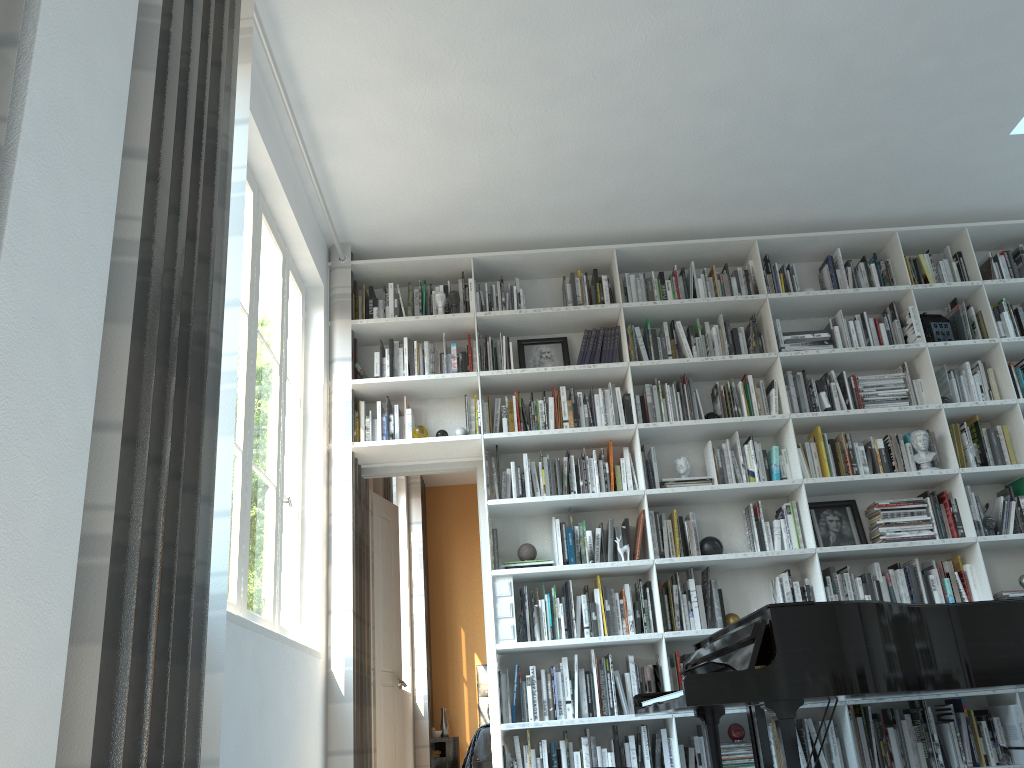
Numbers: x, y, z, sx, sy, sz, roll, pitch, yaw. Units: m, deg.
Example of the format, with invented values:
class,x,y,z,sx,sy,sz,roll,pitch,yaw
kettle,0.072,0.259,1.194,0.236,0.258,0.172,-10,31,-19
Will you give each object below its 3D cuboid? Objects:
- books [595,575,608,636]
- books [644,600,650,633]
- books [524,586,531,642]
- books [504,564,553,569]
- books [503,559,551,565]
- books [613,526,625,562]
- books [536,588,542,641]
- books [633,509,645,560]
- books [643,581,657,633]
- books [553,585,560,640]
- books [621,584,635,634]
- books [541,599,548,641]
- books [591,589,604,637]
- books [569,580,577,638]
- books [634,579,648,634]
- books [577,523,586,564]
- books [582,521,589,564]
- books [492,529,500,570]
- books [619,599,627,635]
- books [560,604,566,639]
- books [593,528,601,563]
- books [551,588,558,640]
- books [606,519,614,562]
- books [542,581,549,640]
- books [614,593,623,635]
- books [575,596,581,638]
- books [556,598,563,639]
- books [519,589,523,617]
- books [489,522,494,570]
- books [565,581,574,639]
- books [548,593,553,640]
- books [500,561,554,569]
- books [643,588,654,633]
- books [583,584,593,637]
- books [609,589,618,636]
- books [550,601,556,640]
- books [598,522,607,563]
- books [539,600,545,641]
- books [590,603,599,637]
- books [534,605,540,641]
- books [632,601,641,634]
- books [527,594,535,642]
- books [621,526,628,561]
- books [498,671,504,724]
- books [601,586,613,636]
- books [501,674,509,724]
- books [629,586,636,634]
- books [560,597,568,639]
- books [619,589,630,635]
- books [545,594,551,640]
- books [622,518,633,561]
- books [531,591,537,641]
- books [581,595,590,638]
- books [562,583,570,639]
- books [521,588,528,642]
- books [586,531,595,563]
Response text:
class,x,y,z,sx,sy,sz,roll,pitch,yaw
books,0.467,1.180,4.656,0.021,0.321,0.172,-4,-21,-1
books,0.698,1.238,4.658,0.023,0.186,0.131,-4,-21,-1
books,0.080,1.221,4.649,0.014,0.293,0.172,-4,-21,-1
books,0.084,0.990,4.741,0.254,0.012,0.161,-3,-22,-4
books,0.083,0.969,4.754,0.254,0.012,0.161,-4,-22,0
books,0.573,0.885,4.765,0.030,0.207,0.173,-4,-22,-1
books,0.139,1.222,4.641,0.008,0.278,0.165,-4,-21,-1
books,0.674,0.836,4.755,0.082,0.275,0.229,-4,-22,-1
books,0.728,1.191,4.672,0.024,0.279,0.136,-4,-21,-1
books,0.229,1.208,4.632,0.007,0.285,0.183,-4,-21,-1
books,0.605,1.195,4.641,0.021,0.264,0.186,-4,-21,-1
books,0.167,1.247,4.625,0.015,0.216,0.181,-4,-22,-1
books,0.449,1.214,4.645,0.026,0.253,0.177,-4,-21,-1
books,0.314,1.198,4.650,0.012,0.305,0.190,-4,-21,-1
books,0.675,1.181,4.645,0.014,0.285,0.180,-4,-21,-1
books,0.376,0.886,4.787,0.022,0.248,0.129,-4,-21,-1
books,0.392,0.877,4.770,0.011,0.249,0.172,-4,-21,-1
books,-0.086,0.915,4.768,0.028,0.242,0.157,-4,-21,-1
books,0.575,1.238,4.648,0.023,0.193,0.140,-4,-21,-1
books,0.260,1.252,4.617,0.016,0.188,0.184,-4,-22,-1
books,0.456,0.898,4.784,0.056,0.213,0.143,-4,-21,-1
books,0.222,1.221,4.652,0.009,0.276,0.158,-4,-21,-1
books,0.526,0.868,4.780,0.060,0.254,0.159,-4,-21,-1
books,0.174,1.204,4.651,0.006,0.313,0.146,-4,-21,-1
books,0.550,1.223,4.651,0.025,0.228,0.153,-4,-21,-1
books,0.345,1.239,4.654,0.045,0.229,0.138,-4,-21,-1
books,0.243,1.241,4.626,0.015,0.218,0.191,-4,-22,-1
books,0.053,1.231,4.655,0.008,0.284,0.160,-4,-21,-1
books,-0.107,0.901,4.784,0.012,0.284,0.160,-4,-21,-1
books,0.298,1.198,4.638,0.019,0.299,0.180,-4,-21,-1
books,0.198,1.229,4.624,0.009,0.243,0.185,-4,-21,-1
books,0.083,0.978,4.743,0.285,0.012,0.160,-5,-22,2
books,0.712,1.202,4.644,0.010,0.239,0.175,-4,-21,-1
books,0.399,1.204,4.648,0.014,0.281,0.151,-4,-21,-1
books,0.522,1.210,4.640,0.028,0.248,0.159,-4,-21,-1
books,0.212,1.256,4.648,0.016,0.210,0.146,-4,-21,-1
books,0.490,0.882,4.790,0.013,0.241,0.142,-4,-21,-1
books,0.152,1.252,4.636,0.015,0.217,0.177,-4,-22,-1
books,0.424,1.246,4.622,0.029,0.181,0.191,-4,-22,-1
books,0.129,1.257,4.606,0.019,0.188,0.194,-4,-22,-1
books,0.652,1.238,4.644,0.041,0.180,0.142,-4,-21,-1
books,0.099,1.240,4.650,0.022,0.256,0.142,-4,-21,-1
books,0.601,0.886,4.775,0.027,0.209,0.144,-4,-21,-1
books,-0.055,1.599,4.511,0.012,0.253,0.161,-4,-21,-1
books,0.494,1.204,4.637,0.028,0.259,0.182,-4,-21,-1
books,-0.035,1.599,4.496,0.029,0.238,0.155,-4,-21,-1
books,0.622,1.204,4.658,0.013,0.259,0.143,-4,-21,-1
books,0.275,1.244,4.656,0.016,0.229,0.137,-4,-21,-1
books,0.590,1.212,4.653,0.010,0.245,0.161,-4,-21,-1
books,0.187,1.236,4.636,0.014,0.242,0.171,-4,-21,-1
books,0.624,0.866,4.786,0.021,0.250,0.155,-4,-21,-1
books,0.114,1.229,4.634,0.007,0.263,0.177,-4,-21,-1
books,0.380,1.230,4.639,0.027,0.229,0.159,-4,-21,-1
books,0.285,1.212,4.671,0.009,0.298,0.142,-4,-21,-1
books,0.065,1.227,4.654,0.016,0.288,0.153,-4,-21,-1
books,0.414,0.899,4.748,0.029,0.189,0.189,-4,-22,-1
